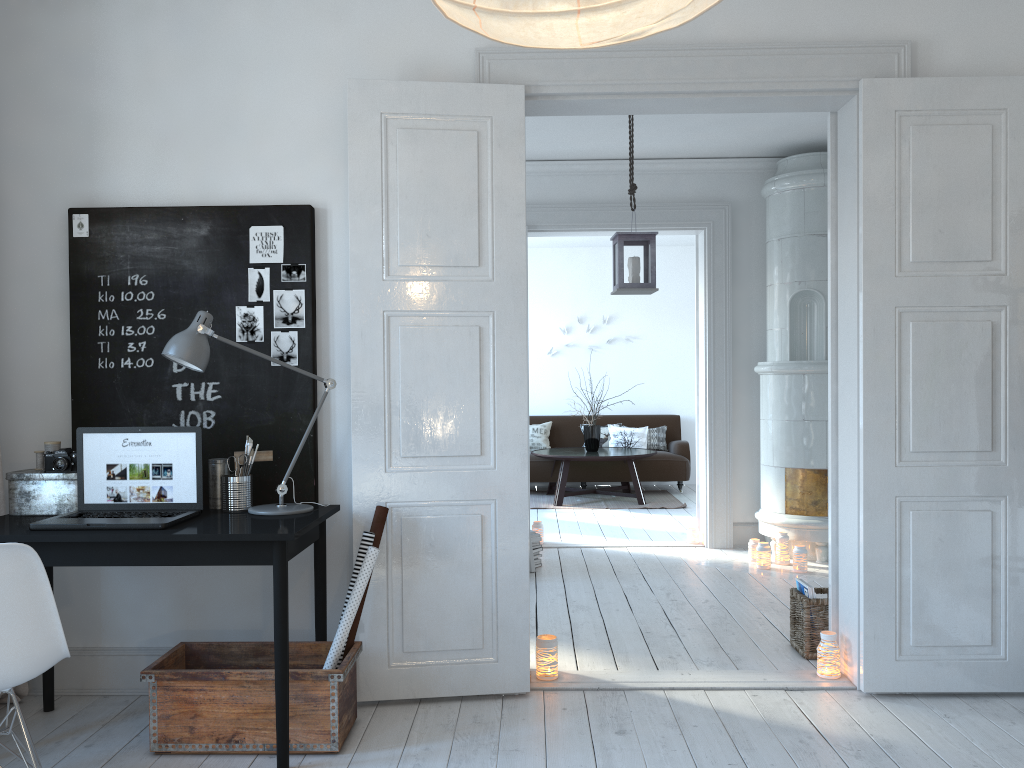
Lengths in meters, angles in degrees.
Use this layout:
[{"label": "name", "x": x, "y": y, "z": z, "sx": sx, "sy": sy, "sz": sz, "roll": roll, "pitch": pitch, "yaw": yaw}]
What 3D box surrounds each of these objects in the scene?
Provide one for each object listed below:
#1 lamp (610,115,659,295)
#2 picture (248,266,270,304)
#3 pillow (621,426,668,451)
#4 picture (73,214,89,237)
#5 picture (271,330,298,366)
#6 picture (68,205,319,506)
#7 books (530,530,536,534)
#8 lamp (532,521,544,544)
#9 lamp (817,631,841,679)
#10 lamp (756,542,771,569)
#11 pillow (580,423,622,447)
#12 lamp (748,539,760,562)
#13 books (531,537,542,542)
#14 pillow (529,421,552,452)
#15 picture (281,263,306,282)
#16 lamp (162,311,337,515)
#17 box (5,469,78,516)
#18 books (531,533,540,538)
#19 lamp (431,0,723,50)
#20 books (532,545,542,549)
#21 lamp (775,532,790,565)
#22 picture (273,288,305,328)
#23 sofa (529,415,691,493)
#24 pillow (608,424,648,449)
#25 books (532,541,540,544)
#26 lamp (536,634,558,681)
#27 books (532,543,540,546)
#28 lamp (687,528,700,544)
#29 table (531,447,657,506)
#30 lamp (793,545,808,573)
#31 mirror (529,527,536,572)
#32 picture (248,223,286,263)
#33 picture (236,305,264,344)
[{"label": "lamp", "x": 0.667, "y": -1.385, "z": 4.886, "sx": 0.228, "sy": 1.762, "sz": 0.228, "roll": -1, "pitch": 1, "yaw": -2}, {"label": "picture", "x": -0.977, "y": -0.384, "z": 3.426, "sx": 0.083, "sy": 0.146, "sz": 0.002, "roll": -1, "pitch": 1, "yaw": 1}, {"label": "pillow", "x": 1.503, "y": 0.617, "z": 10.060, "sx": 0.542, "sy": 0.288, "sz": 0.183, "roll": -1, "pitch": 1, "yaw": 2}, {"label": "picture", "x": -1.672, "y": -0.614, "z": 3.437, "sx": 0.061, "sy": 0.088, "sz": 0.004, "roll": -1, "pitch": 1, "yaw": -2}, {"label": "picture", "x": -0.880, "y": -0.140, "z": 3.427, "sx": 0.103, "sy": 0.136, "sz": 0.001, "roll": -1, "pitch": 1, "yaw": 1}, {"label": "picture", "x": -1.244, "y": -0.103, "z": 3.466, "sx": 0.953, "sy": 1.172, "sz": 0.064, "roll": -1, "pitch": 1, "yaw": 1}, {"label": "books", "x": 0.077, "y": 0.979, "z": 5.881, "sx": 0.111, "sy": 0.014, "sz": 0.156, "roll": -1, "pitch": 0, "yaw": -19}, {"label": "lamp", "x": 0.193, "y": 1.113, "z": 6.637, "sx": 0.089, "sy": 0.166, "sz": 0.089, "roll": -1, "pitch": 1, "yaw": 0}, {"label": "lamp", "x": 1.285, "y": 1.099, "z": 3.598, "sx": 0.093, "sy": 0.180, "sz": 0.093, "roll": -1, "pitch": 1, "yaw": -16}, {"label": "lamp", "x": 1.628, "y": 1.109, "z": 5.737, "sx": 0.089, "sy": 0.166, "sz": 0.089, "roll": 0, "pitch": 1, "yaw": 3}, {"label": "pillow", "x": 1.010, "y": 0.618, "z": 10.034, "sx": 0.473, "sy": 0.347, "sz": 0.158, "roll": -1, "pitch": 1, "yaw": -1}, {"label": "lamp", "x": 1.634, "y": 1.119, "z": 5.968, "sx": 0.084, "sy": 0.146, "sz": 0.084, "roll": 0, "pitch": 1, "yaw": 6}, {"label": "books", "x": 0.092, "y": 1.016, "z": 5.866, "sx": 0.128, "sy": 0.026, "sz": 0.200, "roll": -1, "pitch": 0, "yaw": -27}, {"label": "pillow", "x": 0.204, "y": 0.614, "z": 10.091, "sx": 0.519, "sy": 0.367, "sz": 0.239, "roll": -1, "pitch": 1, "yaw": 1}, {"label": "picture", "x": -0.842, "y": -0.431, "z": 3.422, "sx": 0.095, "sy": 0.071, "sz": 0.001, "roll": -1, "pitch": 1, "yaw": 1}, {"label": "lamp", "x": -0.920, "y": 0.105, "z": 3.160, "sx": 0.616, "sy": 0.716, "sz": 0.230, "roll": -1, "pitch": 1, "yaw": -28}, {"label": "box", "x": -1.653, "y": 0.391, "z": 3.232, "sx": 0.317, "sy": 0.152, "sz": 0.193, "roll": -1, "pitch": 0, "yaw": 1}, {"label": "books", "x": 0.086, "y": 0.995, "z": 5.869, "sx": 0.132, "sy": 0.017, "sz": 0.187, "roll": -1, "pitch": 0, "yaw": -26}, {"label": "lamp", "x": 0.062, "y": -0.994, "z": 0.862, "sx": 0.338, "sy": 1.231, "sz": 0.340, "roll": 0, "pitch": 1, "yaw": 32}, {"label": "books", "x": 0.089, "y": 1.071, "z": 5.877, "sx": 0.178, "sy": 0.016, "sz": 0.128, "roll": -1, "pitch": 0, "yaw": 44}, {"label": "lamp", "x": 1.789, "y": 1.086, "z": 5.865, "sx": 0.098, "sy": 0.210, "sz": 0.098, "roll": 0, "pitch": 1, "yaw": 6}, {"label": "picture", "x": -0.860, "y": -0.293, "z": 3.424, "sx": 0.121, "sy": 0.153, "sz": 0.002, "roll": -1, "pitch": 1, "yaw": 1}, {"label": "sofa", "x": 0.870, "y": 0.775, "z": 9.972, "sx": 2.165, "sy": 0.825, "sz": 0.968, "roll": -1, "pitch": 0, "yaw": 1}, {"label": "pillow", "x": 1.300, "y": 0.606, "z": 9.952, "sx": 0.471, "sy": 0.309, "sz": 0.188, "roll": -1, "pitch": 1, "yaw": 2}, {"label": "books", "x": 0.084, "y": 1.038, "z": 5.872, "sx": 0.128, "sy": 0.016, "sz": 0.180, "roll": -1, "pitch": 0, "yaw": -28}, {"label": "lamp", "x": 0.143, "y": 1.114, "z": 3.611, "sx": 0.089, "sy": 0.166, "sz": 0.089, "roll": -1, "pitch": 1, "yaw": -6}, {"label": "books", "x": 0.084, "y": 1.054, "z": 5.875, "sx": 0.128, "sy": 0.016, "sz": 0.176, "roll": -1, "pitch": 0, "yaw": -32}, {"label": "lamp", "x": 1.348, "y": 1.131, "z": 6.602, "sx": 0.093, "sy": 0.110, "sz": 0.093, "roll": 0, "pitch": 1, "yaw": 18}, {"label": "table", "x": 0.848, "y": 0.948, "z": 9.186, "sx": 1.300, "sy": 0.503, "sz": 1.299, "roll": -1, "pitch": 0, "yaw": -9}, {"label": "lamp", "x": 1.826, "y": 1.108, "z": 5.618, "sx": 0.089, "sy": 0.166, "sz": 0.089, "roll": -1, "pitch": 1, "yaw": 0}, {"label": "mirror", "x": -0.199, "y": 0.462, "z": 5.685, "sx": 0.610, "sy": 1.489, "sz": 0.417, "roll": -1, "pitch": 1, "yaw": -34}, {"label": "picture", "x": -0.945, "y": -0.544, "z": 3.421, "sx": 0.147, "sy": 0.154, "sz": 0.004, "roll": -1, "pitch": 1, "yaw": 1}, {"label": "picture", "x": -1.014, "y": -0.231, "z": 3.428, "sx": 0.107, "sy": 0.150, "sz": 0.001, "roll": -1, "pitch": 1, "yaw": 1}]
